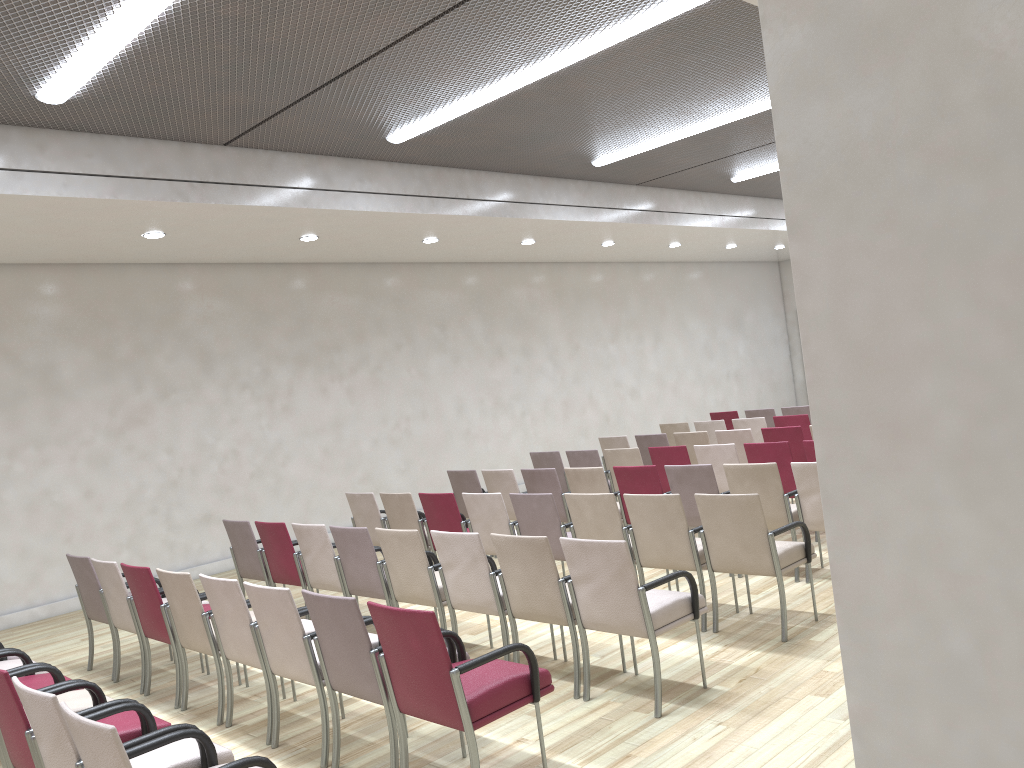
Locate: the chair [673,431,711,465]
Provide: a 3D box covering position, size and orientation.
[{"bbox_3d":[2.244,0.947,10.102,0.513,0.890,0.640,-7,1,45],"label":"chair"}]

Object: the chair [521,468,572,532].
[{"bbox_3d":[0.499,1.189,8.367,0.640,0.890,0.513,-8,1,-44],"label":"chair"}]

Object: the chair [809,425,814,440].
[{"bbox_3d":[3.390,0.807,8.920,0.513,0.890,0.640,-7,1,45],"label":"chair"}]

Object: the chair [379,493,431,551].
[{"bbox_3d":[-0.756,1.356,7.909,0.640,0.890,0.513,-8,1,-44],"label":"chair"}]

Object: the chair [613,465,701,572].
[{"bbox_3d":[1.275,1.093,7.594,0.513,0.890,0.640,-7,1,45],"label":"chair"}]

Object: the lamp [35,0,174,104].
[{"bbox_3d":[-1.927,-2.029,4.735,0.198,0.045,3.304,-8,1,-44],"label":"lamp"}]

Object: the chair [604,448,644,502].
[{"bbox_3d":[1.372,1.068,9.235,0.640,0.890,0.513,-8,1,-44],"label":"chair"}]

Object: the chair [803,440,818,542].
[{"bbox_3d":[2.911,0.879,7.656,0.640,0.890,0.513,-8,1,-44],"label":"chair"}]

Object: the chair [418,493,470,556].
[{"bbox_3d":[-0.370,1.309,7.509,0.640,0.890,0.513,-8,1,-45],"label":"chair"}]

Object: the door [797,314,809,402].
[{"bbox_3d":[7.220,-0.531,18.455,0.200,2.400,2.373,-8,1,-44],"label":"door"}]

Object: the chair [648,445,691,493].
[{"bbox_3d":[1.767,1.019,8.843,0.640,0.890,0.513,-8,1,-45],"label":"chair"}]

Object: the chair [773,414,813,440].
[{"bbox_3d":[3.510,0.778,10.562,0.640,0.890,0.513,-8,1,-44],"label":"chair"}]

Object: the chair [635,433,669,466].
[{"bbox_3d":[1.860,0.994,10.481,0.513,0.890,0.640,-7,1,45],"label":"chair"}]

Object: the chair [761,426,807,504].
[{"bbox_3d":[3.011,0.853,9.295,0.513,0.890,0.640,-7,1,45],"label":"chair"}]

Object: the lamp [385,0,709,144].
[{"bbox_3d":[0.099,-2.309,6.738,0.198,0.045,3.304,-8,1,-44],"label":"lamp"}]

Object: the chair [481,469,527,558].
[{"bbox_3d":[0.117,1.236,8.759,0.640,0.890,0.513,-8,1,-44],"label":"chair"}]

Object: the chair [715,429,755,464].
[{"bbox_3d":[2.625,0.900,9.693,0.640,0.890,0.513,-8,1,-44],"label":"chair"}]

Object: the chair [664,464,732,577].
[{"bbox_3d":[1.646,1.048,7.203,0.640,0.890,0.513,-8,1,-44],"label":"chair"}]

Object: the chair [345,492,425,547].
[{"bbox_3d":[-1.133,1.403,8.299,0.640,0.890,0.513,-8,1,-44],"label":"chair"}]

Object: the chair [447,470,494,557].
[{"bbox_3d":[-0.252,1.281,9.159,0.640,0.890,0.513,-8,1,-44],"label":"chair"}]

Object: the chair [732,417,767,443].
[{"bbox_3d":[3.119,0.826,10.960,0.513,0.890,0.640,-7,1,45],"label":"chair"}]

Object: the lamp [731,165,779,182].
[{"bbox_3d":[4.135,-2.868,10.727,0.198,0.045,3.304,-8,1,-44],"label":"lamp"}]

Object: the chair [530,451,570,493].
[{"bbox_3d":[0.614,1.161,10.022,0.513,0.890,0.640,-7,1,45],"label":"chair"}]

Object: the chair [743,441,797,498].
[{"bbox_3d":[2.509,0.929,8.056,0.640,0.890,0.513,-8,1,-44],"label":"chair"}]

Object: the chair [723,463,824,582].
[{"bbox_3d":[2.023,1.002,6.803,0.640,0.890,0.513,-8,1,-45],"label":"chair"}]

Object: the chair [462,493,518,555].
[{"bbox_3d":[0.017,1.261,7.128,0.513,0.890,0.640,-7,1,45],"label":"chair"}]

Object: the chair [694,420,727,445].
[{"bbox_3d":[2.732,0.874,11.341,0.640,0.890,0.513,-8,1,-44],"label":"chair"}]

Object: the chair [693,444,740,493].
[{"bbox_3d":[2.137,0.974,8.450,0.640,0.890,0.513,-8,1,-45],"label":"chair"}]

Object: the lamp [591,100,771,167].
[{"bbox_3d":[2.095,-2.586,8.711,0.198,0.045,3.304,-8,1,-44],"label":"lamp"}]

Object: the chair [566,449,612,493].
[{"bbox_3d":[0.995,1.114,9.621,0.640,0.890,0.513,-8,1,-45],"label":"chair"}]

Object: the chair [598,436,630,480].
[{"bbox_3d":[1.472,1.042,10.878,0.640,0.890,0.513,-8,1,-44],"label":"chair"}]

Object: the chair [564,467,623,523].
[{"bbox_3d":[0.883,1.142,7.968,0.640,0.890,0.513,-8,1,-44],"label":"chair"}]
